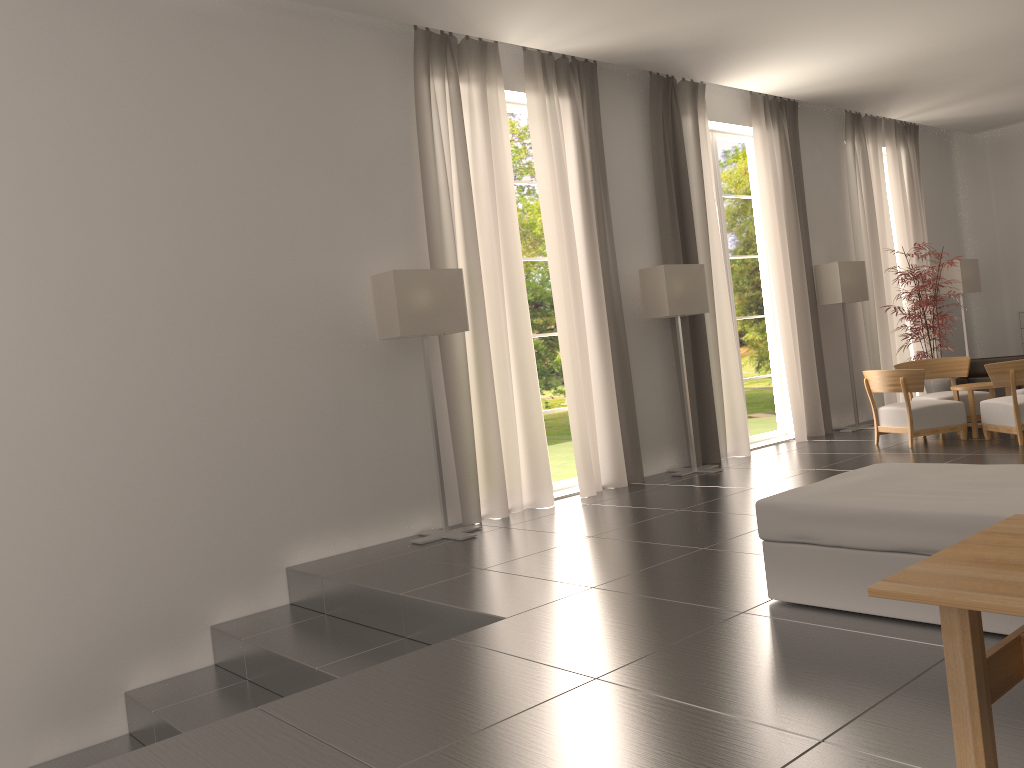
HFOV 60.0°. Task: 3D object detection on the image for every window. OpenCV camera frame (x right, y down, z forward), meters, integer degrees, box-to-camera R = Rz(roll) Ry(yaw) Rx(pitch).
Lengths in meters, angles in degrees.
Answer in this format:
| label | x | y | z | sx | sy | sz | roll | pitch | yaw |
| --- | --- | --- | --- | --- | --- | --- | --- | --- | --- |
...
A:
| label | x | y | z | sx | sy | sz | roll | pitch | yaw |
| --- | --- | --- | --- | --- | --- | --- | --- | --- | --- |
| window | 7.921 | -2.270 | 19.549 | 2.646 | 5.750 | 0.110 | -7 | 0 | -40 |
| window | 3.912 | -1.747 | 16.133 | 2.646 | 5.750 | 0.110 | -7 | 0 | -40 |
| window | 18.106 | -5.897 | 13.886 | 48.677 | 20.580 | 99.025 | -7 | 1 | -40 |
| window | -0.096 | -1.224 | 12.717 | 2.646 | 5.750 | 0.110 | -7 | 0 | -40 |

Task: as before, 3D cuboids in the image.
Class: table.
| label | x | y | z | sx | sy | sz | roll | pitch | yaw |
| --- | --- | --- | --- | --- | --- | --- | --- | --- | --- |
| table | 2.671 | 1.153 | 3.663 | 1.602 | 0.840 | 1.599 | -7 | 1 | -40 |
| table | 7.543 | 0.405 | 14.185 | 0.870 | 0.803 | 0.869 | -7 | 1 | -18 |

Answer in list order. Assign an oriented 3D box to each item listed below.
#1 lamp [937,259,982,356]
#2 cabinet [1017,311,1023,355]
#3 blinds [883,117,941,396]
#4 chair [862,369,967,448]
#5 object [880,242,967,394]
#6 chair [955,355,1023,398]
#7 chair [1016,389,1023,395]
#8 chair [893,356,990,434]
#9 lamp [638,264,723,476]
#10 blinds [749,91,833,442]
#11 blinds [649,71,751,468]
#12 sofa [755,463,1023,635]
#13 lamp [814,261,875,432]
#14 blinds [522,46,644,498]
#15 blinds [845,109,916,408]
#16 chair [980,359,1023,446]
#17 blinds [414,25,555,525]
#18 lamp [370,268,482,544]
| label | x | y | z | sx | sy | sz | roll | pitch | yaw |
| --- | --- | --- | --- | --- | --- | --- | --- | --- | --- |
| lamp | 10.364 | -1.236 | 20.272 | 1.001 | 3.178 | 0.907 | -7 | 0 | -40 |
| cabinet | 12.903 | -0.844 | 19.205 | 1.041 | 1.876 | 3.077 | -7 | 1 | -40 |
| blinds | 8.912 | -2.694 | 19.623 | 1.551 | 6.432 | 0.417 | -7 | 0 | -44 |
| chair | 6.378 | 0.325 | 14.130 | 1.151 | 1.226 | 1.451 | -7 | 1 | -15 |
| object | 7.820 | -0.980 | 16.774 | 1.488 | 3.397 | 1.772 | -6 | 0 | 35 |
| chair | 9.501 | -0.019 | 16.958 | 1.501 | 1.076 | 1.536 | -7 | 1 | -40 |
| chair | 8.809 | 0.049 | 14.207 | 1.151 | 1.226 | 1.452 | -6 | 1 | 0 |
| chair | 7.504 | 0.172 | 15.344 | 1.452 | 1.226 | 1.151 | -6 | 1 | -5 |
| lamp | 2.648 | -0.230 | 13.697 | 1.001 | 3.178 | 0.907 | -7 | 0 | -40 |
| blinds | 5.176 | -2.207 | 16.439 | 1.551 | 6.432 | 0.417 | -7 | 0 | -44 |
| blinds | 3.026 | -1.927 | 14.610 | 1.551 | 6.432 | 0.414 | -7 | 0 | -36 |
| sofa | 2.820 | 0.943 | 3.785 | 5.610 | 1.205 | 5.520 | -7 | 1 | -40 |
| lamp | 6.422 | -0.722 | 16.913 | 1.001 | 3.178 | 0.907 | -7 | 0 | -40 |
| blinds | 1.050 | -1.669 | 12.923 | 1.551 | 6.432 | 0.417 | -7 | 0 | -44 |
| blinds | 7.627 | -2.527 | 18.530 | 1.551 | 6.432 | 0.414 | -7 | 0 | -36 |
| chair | 7.607 | 0.210 | 13.003 | 1.451 | 1.226 | 1.151 | -6 | 1 | 5 |
| blinds | -0.415 | -1.478 | 11.677 | 1.551 | 6.432 | 0.414 | -7 | 0 | -36 |
| lamp | -0.962 | 0.241 | 10.621 | 1.001 | 3.178 | 0.907 | -7 | 0 | -40 |
